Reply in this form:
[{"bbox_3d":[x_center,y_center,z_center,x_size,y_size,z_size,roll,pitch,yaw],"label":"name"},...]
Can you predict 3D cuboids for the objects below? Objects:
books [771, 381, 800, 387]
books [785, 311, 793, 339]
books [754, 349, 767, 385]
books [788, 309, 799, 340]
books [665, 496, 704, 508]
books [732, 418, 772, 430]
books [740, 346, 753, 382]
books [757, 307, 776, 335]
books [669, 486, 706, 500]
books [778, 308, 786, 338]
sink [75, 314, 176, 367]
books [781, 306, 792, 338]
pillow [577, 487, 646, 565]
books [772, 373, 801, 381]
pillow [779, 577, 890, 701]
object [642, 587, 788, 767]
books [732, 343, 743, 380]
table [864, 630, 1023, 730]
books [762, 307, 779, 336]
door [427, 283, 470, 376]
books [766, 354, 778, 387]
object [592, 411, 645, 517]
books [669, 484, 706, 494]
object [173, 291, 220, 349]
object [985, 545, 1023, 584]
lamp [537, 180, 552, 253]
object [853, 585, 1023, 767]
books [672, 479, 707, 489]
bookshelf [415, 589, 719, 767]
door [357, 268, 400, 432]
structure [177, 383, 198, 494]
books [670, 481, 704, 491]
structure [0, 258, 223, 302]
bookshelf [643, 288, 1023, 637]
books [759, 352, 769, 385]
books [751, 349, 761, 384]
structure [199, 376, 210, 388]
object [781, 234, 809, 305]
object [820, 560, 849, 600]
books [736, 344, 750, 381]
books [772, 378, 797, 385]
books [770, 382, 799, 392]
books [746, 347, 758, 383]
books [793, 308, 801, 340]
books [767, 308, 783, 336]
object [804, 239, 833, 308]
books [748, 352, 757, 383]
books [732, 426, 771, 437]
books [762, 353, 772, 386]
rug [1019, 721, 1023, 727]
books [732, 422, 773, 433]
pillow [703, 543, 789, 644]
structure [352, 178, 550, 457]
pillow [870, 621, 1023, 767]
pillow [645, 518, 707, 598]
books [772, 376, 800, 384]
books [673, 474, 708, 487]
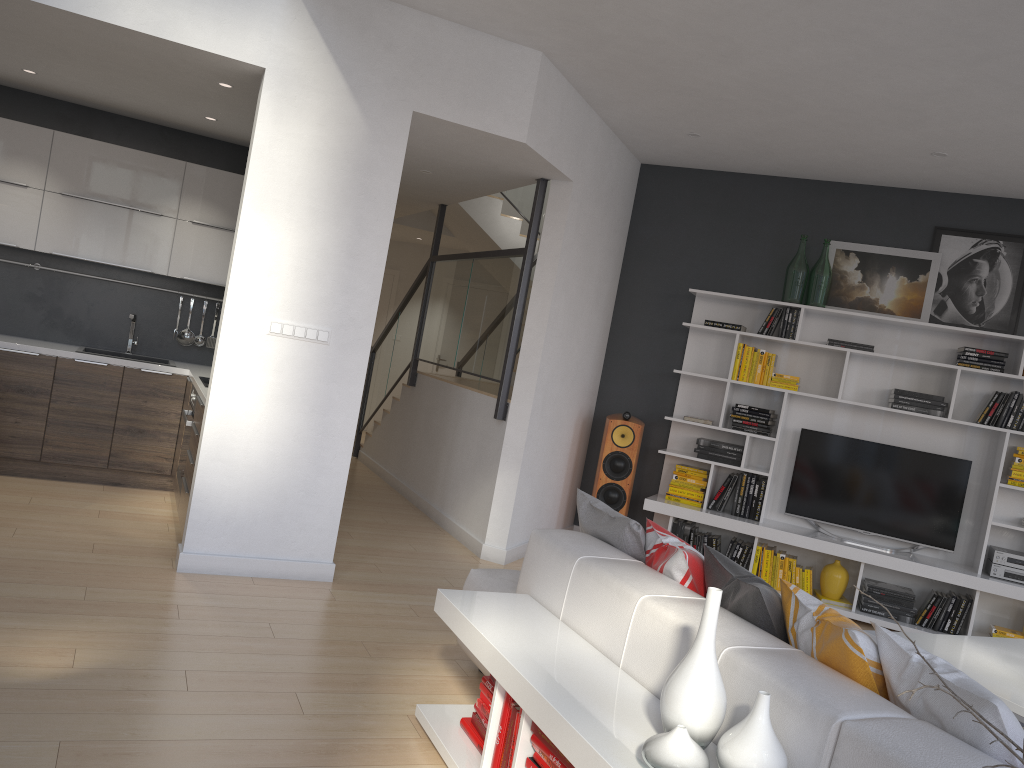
[{"bbox_3d":[1.952,0.000,6.331,0.196,0.011,0.148,11,2,22],"label":"books"},{"bbox_3d":[1.981,-0.412,6.332,0.021,0.200,0.147,11,2,22],"label":"books"},{"bbox_3d":[1.798,-0.118,6.405,0.035,0.250,0.185,11,2,22],"label":"books"},{"bbox_3d":[2.010,-0.415,6.322,0.038,0.218,0.169,11,2,22],"label":"books"},{"bbox_3d":[1.295,0.865,6.570,0.270,0.029,0.204,11,2,27],"label":"books"},{"bbox_3d":[1.740,0.286,6.418,0.266,0.030,0.209,11,2,20],"label":"books"},{"bbox_3d":[1.711,-0.138,6.442,0.044,0.255,0.198,11,2,22],"label":"books"},{"bbox_3d":[1.840,-0.447,6.394,0.096,0.213,0.166,11,2,20],"label":"books"},{"bbox_3d":[1.309,0.804,6.581,0.255,0.044,0.198,11,2,22],"label":"books"},{"bbox_3d":[1.938,-0.429,6.349,0.021,0.221,0.156,11,2,22],"label":"books"},{"bbox_3d":[-2.648,-0.219,6.116,0.626,0.518,0.512,10,2,-23],"label":"sink"},{"bbox_3d":[1.963,-0.430,6.345,0.025,0.232,0.176,11,2,22],"label":"books"},{"bbox_3d":[1.225,0.870,2.640,0.647,0.453,2.953,9,3,-36],"label":"pillow"},{"bbox_3d":[1.962,-0.049,6.338,0.186,0.026,0.138,11,2,21],"label":"books"},{"bbox_3d":[1.654,0.988,2.153,2.095,0.440,0.630,11,2,23],"label":"pillow"},{"bbox_3d":[0.476,0.694,2.052,0.319,0.398,0.316,10,2,0],"label":"object"},{"bbox_3d":[1.651,-0.157,6.452,0.029,0.270,0.204,11,2,22],"label":"books"},{"bbox_3d":[2.197,1.431,3.611,1.091,0.435,1.091,10,2,-23],"label":"table"},{"bbox_3d":[1.871,-0.440,6.388,0.087,0.214,0.171,11,2,22],"label":"books"},{"bbox_3d":[-0.600,-0.206,11.052,0.974,2.136,0.085,11,2,22],"label":"door"},{"bbox_3d":[1.871,-0.095,6.378,0.024,0.234,0.172,11,2,22],"label":"books"},{"bbox_3d":[0.773,0.733,6.718,0.290,1.088,0.434,11,2,7],"label":"object"},{"bbox_3d":[1.318,0.775,6.595,0.263,0.015,0.198,11,2,25],"label":"books"},{"bbox_3d":[-2.317,-0.464,6.519,0.320,0.389,0.069,10,2,-22],"label":"object"},{"bbox_3d":[3.260,1.182,5.757,0.285,0.174,0.270,11,2,22],"label":"object"},{"bbox_3d":[0.705,-4.086,8.823,0.359,6.725,0.359,9,2,-32],"label":"lamp"},{"bbox_3d":[0.767,0.602,1.228,0.607,0.744,0.406,11,2,17],"label":"object"},{"bbox_3d":[1.326,0.736,6.590,0.251,0.019,0.180,11,2,22],"label":"books"},{"bbox_3d":[0.355,1.130,2.015,0.356,0.500,2.600,10,2,-23],"label":"bookshelf"},{"bbox_3d":[-2.102,-0.505,11.657,1.031,2.136,0.085,11,2,22],"label":"door"},{"bbox_3d":[-1.720,0.356,5.433,0.584,0.588,0.587,10,2,-23],"label":"structure"},{"bbox_3d":[1.304,0.754,6.578,0.228,0.024,0.152,11,2,26],"label":"books"},{"bbox_3d":[-3.263,-0.807,6.090,3.000,0.045,0.050,10,2,-23],"label":"structure"},{"bbox_3d":[2.504,0.587,6.024,3.000,2.052,0.455,11,2,22],"label":"bookshelf"},{"bbox_3d":[1.825,-0.107,6.396,0.023,0.239,0.169,11,2,22],"label":"books"},{"bbox_3d":[1.775,-0.123,6.417,0.019,0.251,0.180,11,2,22],"label":"books"},{"bbox_3d":[-1.617,0.026,5.439,0.550,0.006,0.600,10,2,-23],"label":"structure"},{"bbox_3d":[2.035,-0.812,6.310,0.157,0.507,0.157,12,3,35],"label":"object"},{"bbox_3d":[2.206,1.332,6.070,0.185,0.257,0.185,10,2,-1],"label":"object"},{"bbox_3d":[1.679,-0.151,6.450,0.025,0.270,0.213,11,2,22],"label":"books"},{"bbox_3d":[1.943,-0.015,6.314,0.169,0.018,0.113,11,2,23],"label":"books"},{"bbox_3d":[1.946,0.022,6.328,0.190,0.033,0.147,11,2,22],"label":"books"},{"bbox_3d":[1.740,-0.134,6.433,0.015,0.263,0.199,11,2,22],"label":"books"},{"bbox_3d":[2.034,-0.417,6.304,0.019,0.230,0.174,11,2,22],"label":"books"},{"bbox_3d":[1.893,-0.435,6.366,0.074,0.212,0.154,11,2,21],"label":"books"},{"bbox_3d":[2.197,-0.782,6.306,0.157,0.507,0.157,12,3,35],"label":"object"},{"bbox_3d":[1.746,-0.115,6.408,0.024,0.229,0.156,11,2,21],"label":"books"},{"bbox_3d":[1.728,0.339,6.399,0.263,0.026,0.189,11,2,20],"label":"books"},{"bbox_3d":[1.845,-0.100,6.384,0.024,0.234,0.172,11,2,22],"label":"books"},{"bbox_3d":[1.956,1.606,3.785,1.662,0.016,2.326,10,2,-24],"label":"rug"},{"bbox_3d":[1.734,0.314,6.399,0.270,0.025,0.189,11,2,21],"label":"books"},{"bbox_3d":[1.095,0.870,2.123,0.608,0.436,2.120,9,2,-28],"label":"pillow"},{"bbox_3d":[0.616,-1.019,8.172,2.823,4.339,4.190,10,2,-23],"label":"structure"},{"bbox_3d":[1.960,1.028,2.071,2.156,0.456,0.580,11,2,2],"label":"pillow"},{"bbox_3d":[0.957,0.860,2.420,0.575,0.449,2.250,9,2,-26],"label":"pillow"},{"bbox_3d":[1.957,-0.029,6.326,0.187,0.014,0.134,11,2,22],"label":"books"},{"bbox_3d":[1.340,0.712,6.583,0.250,0.035,0.185,11,2,25],"label":"books"}]
